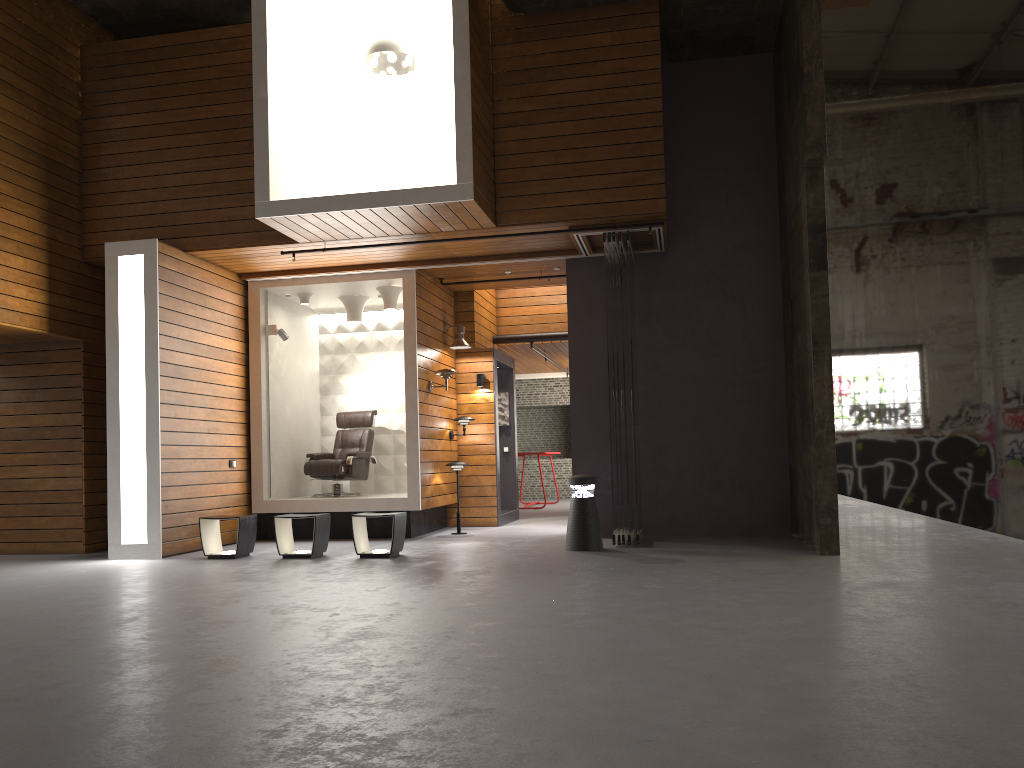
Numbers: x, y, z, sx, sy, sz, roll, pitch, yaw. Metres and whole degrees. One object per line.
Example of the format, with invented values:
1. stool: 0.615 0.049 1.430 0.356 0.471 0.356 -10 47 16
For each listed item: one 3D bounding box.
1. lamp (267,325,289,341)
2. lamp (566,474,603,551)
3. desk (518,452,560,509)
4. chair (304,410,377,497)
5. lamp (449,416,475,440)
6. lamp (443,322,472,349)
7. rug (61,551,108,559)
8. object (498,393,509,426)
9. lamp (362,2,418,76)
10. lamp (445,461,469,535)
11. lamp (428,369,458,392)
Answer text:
1. lamp: -2.733 -0.599 10.357 0.248 0.188 0.130 0 -3 -20
2. lamp: 0.665 1.191 8.251 0.348 0.695 0.349 -2 -3 17
3. desk: 0.364 1.744 16.078 0.844 0.983 1.720 -2 -4 11
4. chair: -2.128 0.859 11.048 0.756 1.069 0.826 -3 -4 26
5. lamp: -0.619 0.546 11.130 0.327 0.296 0.288 -2 -4 11
6. lamp: -0.670 -0.612 11.033 0.346 0.330 0.295 -2 -3 13
7. rug: -4.039 1.767 9.421 0.540 0.014 1.581 -3 -5 11
8. object: -0.234 0.368 12.715 0.380 0.477 0.048 -2 -2 11
9. lamp: -1.172 -3.543 8.458 0.530 0.985 0.531 -3 -3 23
10. lamp: -0.634 1.333 10.430 0.287 0.861 0.288 -1 -2 -3
11. lamp: -0.791 -0.046 10.275 0.351 0.270 0.289 -2 -4 11
